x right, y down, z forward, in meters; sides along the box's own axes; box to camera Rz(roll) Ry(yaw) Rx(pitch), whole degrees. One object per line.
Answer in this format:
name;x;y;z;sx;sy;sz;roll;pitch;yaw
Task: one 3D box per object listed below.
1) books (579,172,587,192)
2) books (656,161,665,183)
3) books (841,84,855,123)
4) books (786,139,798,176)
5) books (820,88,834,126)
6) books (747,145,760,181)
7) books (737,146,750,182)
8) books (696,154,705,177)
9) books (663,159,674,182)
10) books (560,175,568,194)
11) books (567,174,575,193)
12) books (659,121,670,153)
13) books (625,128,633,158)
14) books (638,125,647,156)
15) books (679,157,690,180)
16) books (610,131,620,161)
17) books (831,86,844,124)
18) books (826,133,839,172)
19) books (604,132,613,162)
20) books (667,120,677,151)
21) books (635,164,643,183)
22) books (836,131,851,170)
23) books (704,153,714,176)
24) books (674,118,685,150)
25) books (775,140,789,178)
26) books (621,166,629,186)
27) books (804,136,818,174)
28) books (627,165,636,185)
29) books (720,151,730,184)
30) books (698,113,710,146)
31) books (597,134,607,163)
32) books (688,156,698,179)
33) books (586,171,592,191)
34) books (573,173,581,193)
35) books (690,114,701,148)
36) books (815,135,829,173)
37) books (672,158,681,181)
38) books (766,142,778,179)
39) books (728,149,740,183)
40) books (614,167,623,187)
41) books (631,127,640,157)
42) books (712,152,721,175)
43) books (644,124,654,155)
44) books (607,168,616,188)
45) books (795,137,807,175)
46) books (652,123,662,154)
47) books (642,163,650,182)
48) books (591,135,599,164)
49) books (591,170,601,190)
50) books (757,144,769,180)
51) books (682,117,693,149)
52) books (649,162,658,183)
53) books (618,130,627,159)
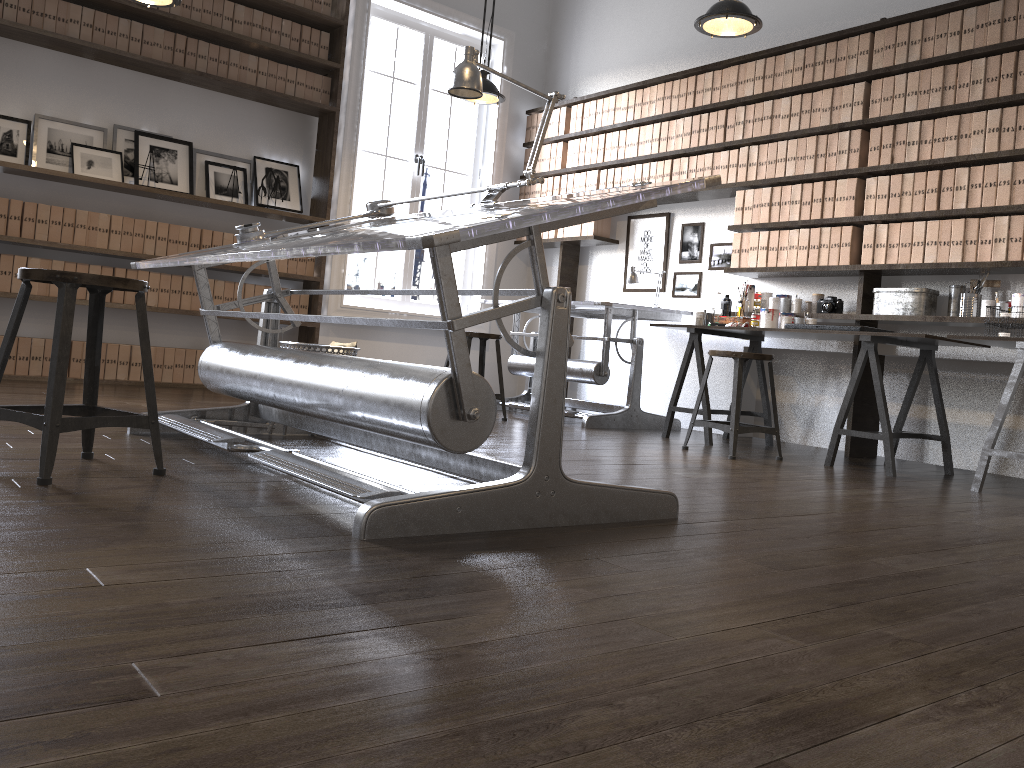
books;0.605;-1.507;6.837;0.174;0.226;0.067;5;-1;-38
books;1.094;-1.435;6.214;0.174;0.226;0.067;5;-1;-38
books;1.982;-1.593;5.112;0.174;0.226;0.067;5;-1;-38
books;1.748;-1.354;5.375;0.174;0.226;0.067;5;-1;-38
books;1.900;-1.604;5.212;0.174;0.226;0.067;5;-1;-38
books;1.574;-1.378;5.597;0.174;0.226;0.067;5;-1;-38
books;1.527;-1.384;5.652;0.174;0.226;0.067;5;-1;-38
books;1.317;-1.405;5.929;0.174;0.226;0.067;5;-1;-38
books;1.136;-1.429;6.152;0.174;0.226;0.067;5;-1;-38
books;0.470;-1.525;7.000;0.174;0.226;0.067;5;-1;-38
books;0.518;-1.519;6.945;0.174;0.226;0.067;5;-1;-38
books;1.124;-1.708;6.210;0.174;0.226;0.067;5;-1;-38
books;0.915;-1.736;6.477;0.174;0.226;0.067;5;-1;-38
books;0.997;-1.725;6.371;0.174;0.226;0.067;5;-1;-38
books;1.226;-1.417;6.038;0.174;0.226;0.067;5;-1;-38
books;0.825;-1.748;6.586;0.174;0.226;0.067;5;-1;-38
books;1.945;-1.599;5.162;0.174;0.226;0.067;5;-1;-38
books;1.916;-1.332;5.166;0.174;0.226;0.067;5;-1;-38
books;0.785;-1.753;6.645;0.174;0.226;0.067;5;-1;-38
books;1.169;-1.702;6.156;0.174;0.226;0.067;5;-1;-38
books;0.965;-1.452;6.368;0.174;0.226;0.067;5;-1;-38
books;1.956;-1.326;5.108;0.174;0.226;0.067;5;-1;-38
books;1.354;-1.400;5.873;0.174;0.226;0.067;5;-1;-38
books;1.209;-1.697;6.099;0.174;0.226;0.067;5;-1;-38
books;1.702;-1.360;5.431;0.174;0.226;0.067;5;-1;-38
books;0.883;-1.463;6.484;0.174;0.226;0.067;5;-1;-38
books;1.826;-1.344;5.271;0.174;0.226;0.067;5;-1;-38
books;0.923;-1.457;6.427;0.174;0.226;0.067;5;-1;-38
books;1.436;-1.389;5.772;0.174;0.226;0.067;5;-1;-38
books;1.338;-1.679;5.936;0.174;0.226;0.067;5;-1;-38
books;0.734;-1.760;6.701;0.174;0.226;0.067;5;-1;-38
books;1.273;-1.411;5.985;0.174;0.226;0.067;5;-1;-38
books;0.651;-1.501;6.777;0.174;0.226;0.067;5;-1;-38
books;0.564;-1.513;6.893;0.174;0.226;0.067;5;-1;-38
books;1.295;-1.685;5.983;0.174;0.226;0.067;5;-1;-38
books;1.872;-1.338;5.222;0.174;0.226;0.067;5;-1;-38
books;1.186;-1.422;6.097;0.174;0.226;0.067;5;-1;-38
books;1.662;-1.366;5.488;0.174;0.226;0.067;5;-1;-38
books;1.479;-1.383;5.714;0.174;0.226;0.067;5;-1;-38
books;0.839;-1.469;6.538;0.174;0.226;0.067;5;-1;-38
books;0.952;-1.731;6.421;0.174;0.226;0.067;5;-1;-38
books;1.399;-1.394;5.823;0.174;0.226;0.067;5;-1;-38
books;1.035;-1.720;6.321;0.174;0.226;0.067;5;-1;-38
books;0.792;-1.475;6.591;0.174;0.226;0.067;5;-1;-38
books;1.789;-1.349;5.327;0.174;0.226;0.067;5;-1;-38
books;1.078;-1.714;6.262;0.174;0.226;0.067;5;-1;-38
books;1.010;-1.446;6.311;0.174;0.226;0.067;5;-1;-38
books;0.693;-1.766;6.762;0.174;0.226;0.067;5;-1;-38
books;0.686;-1.496;6.725;0.174;0.226;0.067;5;-1;-38
books;1.621;-1.372;5.545;0.174;0.226;0.067;5;-1;-38
books;1.251;-1.691;6.039;0.174;0.226;0.067;5;-1;-38
books;1.052;-1.440;6.264;0.174;0.226;0.067;5;-1;-38
books;0.872;-1.742;6.533;0.174;0.226;0.067;5;-1;-38
